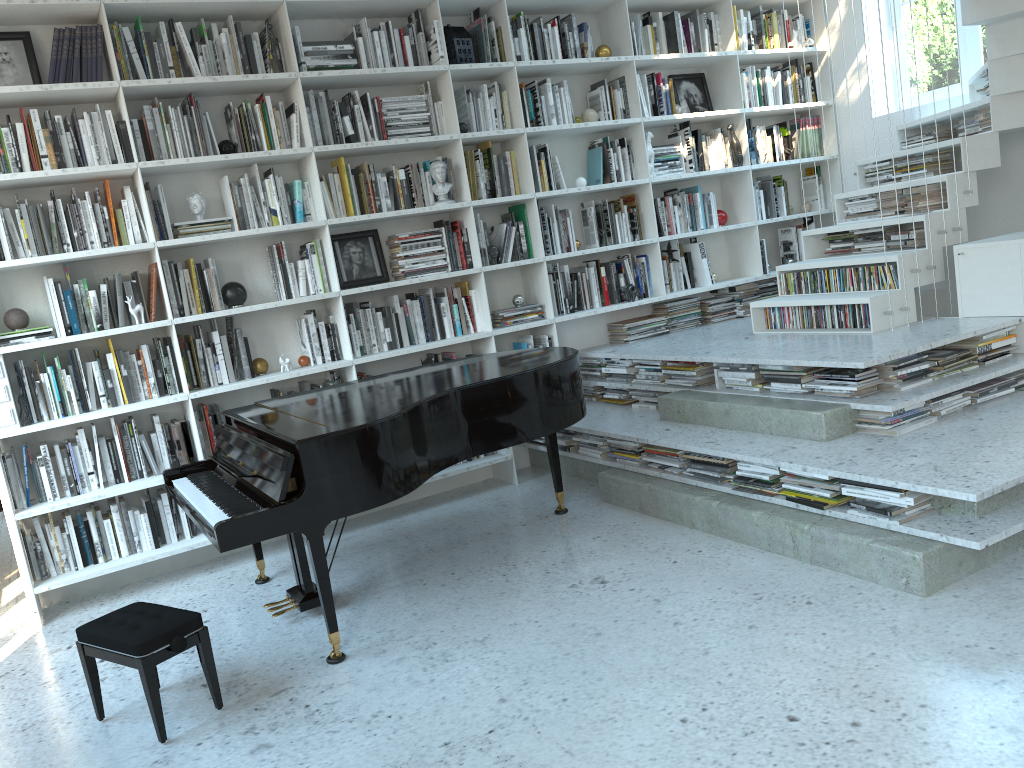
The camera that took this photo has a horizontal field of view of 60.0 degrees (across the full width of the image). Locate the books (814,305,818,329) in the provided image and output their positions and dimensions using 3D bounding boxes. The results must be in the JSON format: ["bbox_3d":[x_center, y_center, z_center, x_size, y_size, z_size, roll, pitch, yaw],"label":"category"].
[{"bbox_3d":[1.700,-0.374,4.836,0.125,0.125,0.008,-14,10,-27],"label":"books"}]

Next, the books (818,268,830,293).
[{"bbox_3d":[1.763,-0.579,4.946,0.125,0.125,0.010,-14,10,-27],"label":"books"}]

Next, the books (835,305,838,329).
[{"bbox_3d":[1.767,-0.368,4.712,0.125,0.125,0.008,-14,10,-27],"label":"books"}]

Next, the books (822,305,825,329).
[{"bbox_3d":[1.726,-0.372,4.789,0.125,0.125,0.008,-14,10,-27],"label":"books"}]

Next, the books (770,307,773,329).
[{"bbox_3d":[1.544,-0.391,5.123,0.125,0.125,0.007,-14,10,-27],"label":"books"}]

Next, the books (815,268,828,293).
[{"bbox_3d":[1.752,-0.580,4.965,0.125,0.125,0.008,-14,10,-27],"label":"books"}]

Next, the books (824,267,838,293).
[{"bbox_3d":[1.781,-0.577,4.912,0.125,0.125,0.014,-14,10,-27],"label":"books"}]

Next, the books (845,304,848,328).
[{"bbox_3d":[1.799,-0.364,4.654,0.125,0.125,0.008,-14,10,-27],"label":"books"}]

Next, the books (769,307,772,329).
[{"bbox_3d":[1.541,-0.391,5.130,0.125,0.125,0.007,-14,10,-27],"label":"books"}]

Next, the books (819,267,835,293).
[{"bbox_3d":[1.766,-0.579,4.939,0.125,0.125,0.009,-14,10,-27],"label":"books"}]

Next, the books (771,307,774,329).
[{"bbox_3d":[1.548,-0.390,5.116,0.125,0.125,0.008,-14,10,-27],"label":"books"}]

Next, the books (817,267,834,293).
[{"bbox_3d":[1.757,-0.580,4.956,0.125,0.125,0.012,-14,10,-27],"label":"books"}]

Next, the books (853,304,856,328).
[{"bbox_3d":[1.823,-0.362,4.610,0.125,0.125,0.010,-14,10,-27],"label":"books"}]

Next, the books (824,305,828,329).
[{"bbox_3d":[1.733,-0.371,4.776,0.125,0.125,0.010,-14,10,-27],"label":"books"}]

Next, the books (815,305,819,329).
[{"bbox_3d":[1.704,-0.374,4.829,0.125,0.125,0.008,-14,10,-27],"label":"books"}]

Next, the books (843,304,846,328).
[{"bbox_3d":[1.792,-0.365,4.667,0.125,0.125,0.007,-14,10,-27],"label":"books"}]

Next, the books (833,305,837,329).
[{"bbox_3d":[1.764,-0.368,4.719,0.125,0.125,0.008,-14,10,-27],"label":"books"}]

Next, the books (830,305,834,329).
[{"bbox_3d":[1.751,-0.369,4.742,0.125,0.125,0.008,-14,10,-27],"label":"books"}]

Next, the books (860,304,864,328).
[{"bbox_3d":[1.847,-0.359,4.566,0.125,0.125,0.010,-14,10,-27],"label":"books"}]

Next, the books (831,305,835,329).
[{"bbox_3d":[1.756,-0.369,4.733,0.125,0.125,0.011,-14,10,-27],"label":"books"}]

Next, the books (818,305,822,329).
[{"bbox_3d":[1.714,-0.373,4.810,0.125,0.125,0.008,-14,10,-27],"label":"books"}]

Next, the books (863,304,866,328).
[{"bbox_3d":[1.852,-0.359,4.556,0.125,0.125,0.013,-14,10,-27],"label":"books"}]

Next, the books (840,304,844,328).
[{"bbox_3d":[1.785,-0.366,4.680,0.125,0.125,0.007,-14,10,-27],"label":"books"}]

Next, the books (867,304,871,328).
[{"bbox_3d":[1.866,-0.357,4.530,0.125,0.125,0.009,-14,10,-27],"label":"books"}]

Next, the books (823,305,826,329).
[{"bbox_3d":[1.729,-0.371,4.782,0.125,0.125,0.010,-14,10,-27],"label":"books"}]

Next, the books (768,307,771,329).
[{"bbox_3d":[1.537,-0.391,5.137,0.125,0.125,0.009,-14,10,-27],"label":"books"}]

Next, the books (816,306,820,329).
[{"bbox_3d":[1.707,-0.374,4.823,0.125,0.125,0.008,-14,10,-27],"label":"books"}]

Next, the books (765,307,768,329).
[{"bbox_3d":[1.524,-0.393,5.159,0.125,0.125,0.008,-14,10,-27],"label":"books"}]

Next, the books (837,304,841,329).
[{"bbox_3d":[1.775,-0.367,4.697,0.125,0.125,0.012,-14,10,-27],"label":"books"}]

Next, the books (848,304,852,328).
[{"bbox_3d":[1.809,-0.363,4.636,0.125,0.125,0.010,-14,10,-27],"label":"books"}]

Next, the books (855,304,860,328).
[{"bbox_3d":[1.831,-0.361,4.594,0.125,0.125,0.007,-14,10,-27],"label":"books"}]

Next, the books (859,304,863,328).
[{"bbox_3d":[1.841,-0.360,4.576,0.125,0.125,0.014,-14,10,-27],"label":"books"}]

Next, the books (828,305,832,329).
[{"bbox_3d":[1.747,-0.370,4.749,0.125,0.125,0.007,-14,10,-27],"label":"books"}]

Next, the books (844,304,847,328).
[{"bbox_3d":[1.795,-0.365,4.660,0.125,0.125,0.008,-14,10,-27],"label":"books"}]

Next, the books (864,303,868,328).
[{"bbox_3d":[1.857,-0.358,4.547,0.125,0.125,0.009,-14,10,-27],"label":"books"}]

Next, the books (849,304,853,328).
[{"bbox_3d":[1.813,-0.363,4.629,0.125,0.125,0.008,-14,10,-27],"label":"books"}]

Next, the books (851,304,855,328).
[{"bbox_3d":[1.818,-0.362,4.620,0.125,0.125,0.012,-14,10,-27],"label":"books"}]

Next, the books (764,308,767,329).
[{"bbox_3d":[1.521,-0.393,5.166,0.125,0.125,0.007,-14,10,-27],"label":"books"}]

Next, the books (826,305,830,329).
[{"bbox_3d":[1.740,-0.370,4.762,0.125,0.125,0.008,-14,10,-27],"label":"books"}]

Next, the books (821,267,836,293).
[{"bbox_3d":[1.771,-0.578,4.931,0.125,0.125,0.007,-14,10,-27],"label":"books"}]

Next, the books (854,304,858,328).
[{"bbox_3d":[1.827,-0.361,4.603,0.125,0.125,0.009,-14,10,-27],"label":"books"}]

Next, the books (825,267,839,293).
[{"bbox_3d":[1.786,-0.577,4.902,0.125,0.125,0.010,-14,10,-27],"label":"books"}]

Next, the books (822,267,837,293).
[{"bbox_3d":[1.775,-0.578,4.922,0.125,0.125,0.010,-14,10,-27],"label":"books"}]

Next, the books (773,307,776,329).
[{"bbox_3d":[1.555,-0.389,5.103,0.125,0.125,0.010,-14,10,-27],"label":"books"}]

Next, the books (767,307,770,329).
[{"bbox_3d":[1.532,-0.392,5.145,0.125,0.125,0.010,-14,10,-27],"label":"books"}]

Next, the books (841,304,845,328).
[{"bbox_3d":[1.788,-0.365,4.674,0.125,0.125,0.007,-14,10,-27],"label":"books"}]

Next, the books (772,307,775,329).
[{"bbox_3d":[1.551,-0.390,5.110,0.125,0.125,0.008,-14,10,-27],"label":"books"}]

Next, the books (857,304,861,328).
[{"bbox_3d":[1.836,-0.360,4.586,0.125,0.125,0.010,-14,10,-27],"label":"books"}]

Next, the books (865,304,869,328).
[{"bbox_3d":[1.862,-0.358,4.539,0.125,0.125,0.011,-14,10,-27],"label":"books"}]

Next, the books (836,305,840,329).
[{"bbox_3d":[1.771,-0.367,4.705,0.125,0.125,0.010,-14,10,-27],"label":"books"}]

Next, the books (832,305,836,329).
[{"bbox_3d":[1.759,-0.368,4.727,0.125,0.125,0.011,-14,10,-27],"label":"books"}]

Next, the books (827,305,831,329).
[{"bbox_3d":[1.744,-0.370,4.755,0.125,0.125,0.008,-14,10,-27],"label":"books"}]

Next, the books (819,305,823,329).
[{"bbox_3d":[1.718,-0.373,4.803,0.125,0.125,0.007,-14,10,-27],"label":"books"}]

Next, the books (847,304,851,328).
[{"bbox_3d":[1.804,-0.364,4.645,0.125,0.125,0.010,-14,10,-27],"label":"books"}]

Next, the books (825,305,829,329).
[{"bbox_3d":[1.737,-0.371,4.768,0.125,0.125,0.008,-14,10,-27],"label":"books"}]

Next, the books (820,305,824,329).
[{"bbox_3d":[1.721,-0.372,4.796,0.125,0.125,0.008,-14,10,-27],"label":"books"}]

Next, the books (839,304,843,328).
[{"bbox_3d":[1.781,-0.366,4.688,0.125,0.125,0.008,-14,10,-27],"label":"books"}]

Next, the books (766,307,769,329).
[{"bbox_3d":[1.528,-0.392,5.153,0.125,0.125,0.008,-14,10,-27],"label":"books"}]

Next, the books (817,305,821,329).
[{"bbox_3d":[1.711,-0.373,4.816,0.125,0.125,0.008,-14,10,-27],"label":"books"}]
